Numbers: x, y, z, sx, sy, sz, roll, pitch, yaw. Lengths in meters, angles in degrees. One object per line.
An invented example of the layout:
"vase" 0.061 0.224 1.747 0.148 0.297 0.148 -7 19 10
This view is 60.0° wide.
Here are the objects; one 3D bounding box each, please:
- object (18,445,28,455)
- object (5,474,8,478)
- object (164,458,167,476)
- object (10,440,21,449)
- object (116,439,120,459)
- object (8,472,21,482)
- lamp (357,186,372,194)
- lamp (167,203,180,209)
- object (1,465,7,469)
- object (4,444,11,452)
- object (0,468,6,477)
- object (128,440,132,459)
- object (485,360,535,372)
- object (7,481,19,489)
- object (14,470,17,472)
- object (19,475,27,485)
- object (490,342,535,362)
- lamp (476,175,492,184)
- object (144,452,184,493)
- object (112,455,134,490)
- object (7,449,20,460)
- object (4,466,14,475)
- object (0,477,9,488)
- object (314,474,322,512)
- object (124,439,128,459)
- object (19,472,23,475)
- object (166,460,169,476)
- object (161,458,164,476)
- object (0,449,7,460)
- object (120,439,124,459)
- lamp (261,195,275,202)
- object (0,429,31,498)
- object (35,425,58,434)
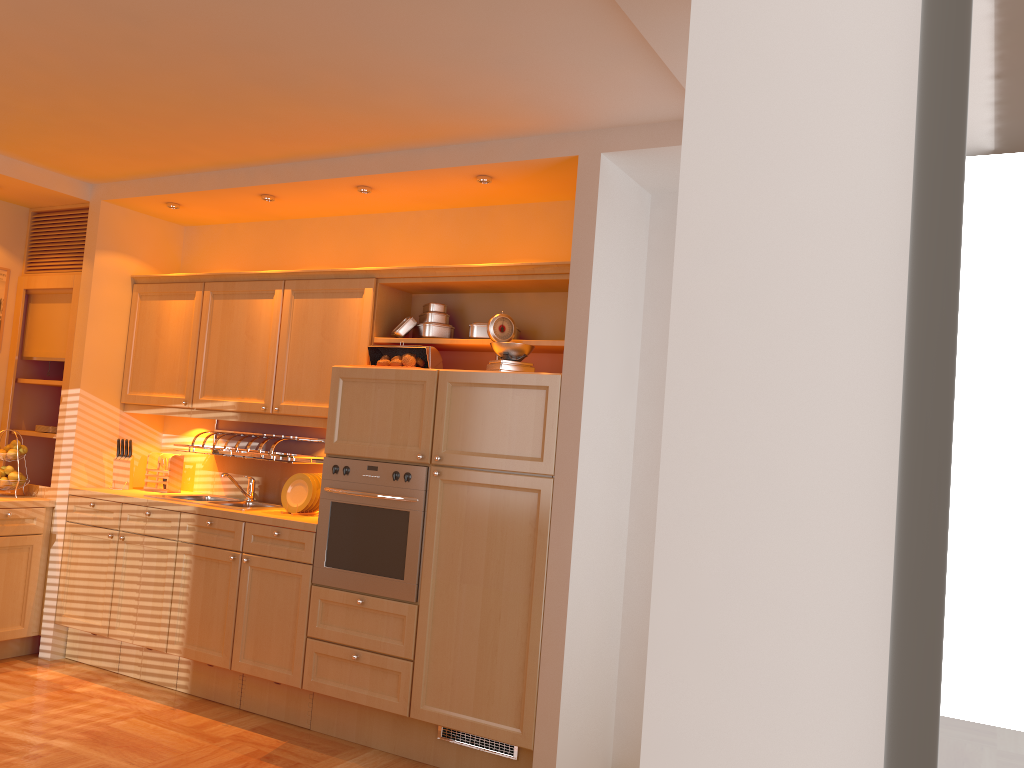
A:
"object" -2.795 0.377 5.058 0.058 0.060 0.057 8 -5 -40
"object" -2.886 0.520 5.065 0.058 0.055 0.059 2 -5 36
"object" -2.024 0.530 5.178 0.020 0.196 0.017 7 -5 -35
"object" -2.812 0.345 5.023 0.055 0.059 0.058 6 -4 -15
"object" -2.295 0.449 5.153 0.019 0.265 0.037 5 -4 -7
"object" -2.788 0.520 4.968 0.064 0.060 0.063 1 -5 44
"lamp" -0.730 -0.959 4.387 0.070 0.021 0.070 5 -4 -11
"lamp" -1.924 -1.011 5.038 0.070 0.021 0.070 5 -4 -11
"object" -2.870 0.485 5.024 0.051 0.048 0.050 7 -4 -28
"object" -2.860 0.366 5.041 0.050 0.051 0.051 7 -5 -37
"object" -2.869 0.500 4.970 0.063 0.061 0.063 4 -4 2
"object" -2.226 0.454 5.150 0.019 0.265 0.037 4 -4 12
"object" -0.006 -0.069 3.867 0.179 0.053 0.156 6 -4 -27
"object" -2.820 0.563 5.007 0.063 0.061 0.064 4 -4 7
"object" -2.831 0.518 5.040 0.057 0.059 0.058 5 -4 -7
"object" -2.817 0.550 5.084 0.059 0.059 0.058 6 -4 -17
"object" -0.001 -0.133 3.872 0.199 0.075 0.199 5 -4 -2
"lamp" -0.127 -0.934 4.057 0.070 0.021 0.070 5 -4 -11
"object" -2.051 0.521 5.227 0.200 0.221 0.103 2 -4 29
"object" -2.261 0.511 5.162 0.100 0.200 0.070 4 -4 2
"object" -2.816 0.395 5.007 0.064 0.063 0.063 8 -5 -44
"object" -2.823 0.484 4.979 0.050 0.052 0.049 2 -5 36
"object" -2.840 0.548 4.945 0.064 0.062 0.064 3 -4 16
"object" -1.017 0.566 4.613 0.205 0.200 0.049 2 -4 30
"object" -2.249 0.453 5.152 0.019 0.265 0.038 4 -4 12
"object" -2.846 0.533 5.117 0.045 0.047 0.046 6 -4 -16
"object" -2.012 0.531 5.177 0.022 0.196 0.018 2 -5 33
"object" -2.040 0.526 5.177 0.042 0.192 0.040 5 -4 -10
"object" -2.881 0.397 4.997 0.064 0.058 0.063 5 -4 -5
"object" -2.273 0.451 5.152 0.019 0.265 0.038 4 -4 12
"lamp" -1.292 -0.983 4.696 0.070 0.021 0.070 6 -4 -22
"object" -2.867 0.445 5.025 0.265 0.376 0.265 5 -4 -12
"object" -2.738 0.276 5.328 0.222 0.039 0.222 8 -5 -44
